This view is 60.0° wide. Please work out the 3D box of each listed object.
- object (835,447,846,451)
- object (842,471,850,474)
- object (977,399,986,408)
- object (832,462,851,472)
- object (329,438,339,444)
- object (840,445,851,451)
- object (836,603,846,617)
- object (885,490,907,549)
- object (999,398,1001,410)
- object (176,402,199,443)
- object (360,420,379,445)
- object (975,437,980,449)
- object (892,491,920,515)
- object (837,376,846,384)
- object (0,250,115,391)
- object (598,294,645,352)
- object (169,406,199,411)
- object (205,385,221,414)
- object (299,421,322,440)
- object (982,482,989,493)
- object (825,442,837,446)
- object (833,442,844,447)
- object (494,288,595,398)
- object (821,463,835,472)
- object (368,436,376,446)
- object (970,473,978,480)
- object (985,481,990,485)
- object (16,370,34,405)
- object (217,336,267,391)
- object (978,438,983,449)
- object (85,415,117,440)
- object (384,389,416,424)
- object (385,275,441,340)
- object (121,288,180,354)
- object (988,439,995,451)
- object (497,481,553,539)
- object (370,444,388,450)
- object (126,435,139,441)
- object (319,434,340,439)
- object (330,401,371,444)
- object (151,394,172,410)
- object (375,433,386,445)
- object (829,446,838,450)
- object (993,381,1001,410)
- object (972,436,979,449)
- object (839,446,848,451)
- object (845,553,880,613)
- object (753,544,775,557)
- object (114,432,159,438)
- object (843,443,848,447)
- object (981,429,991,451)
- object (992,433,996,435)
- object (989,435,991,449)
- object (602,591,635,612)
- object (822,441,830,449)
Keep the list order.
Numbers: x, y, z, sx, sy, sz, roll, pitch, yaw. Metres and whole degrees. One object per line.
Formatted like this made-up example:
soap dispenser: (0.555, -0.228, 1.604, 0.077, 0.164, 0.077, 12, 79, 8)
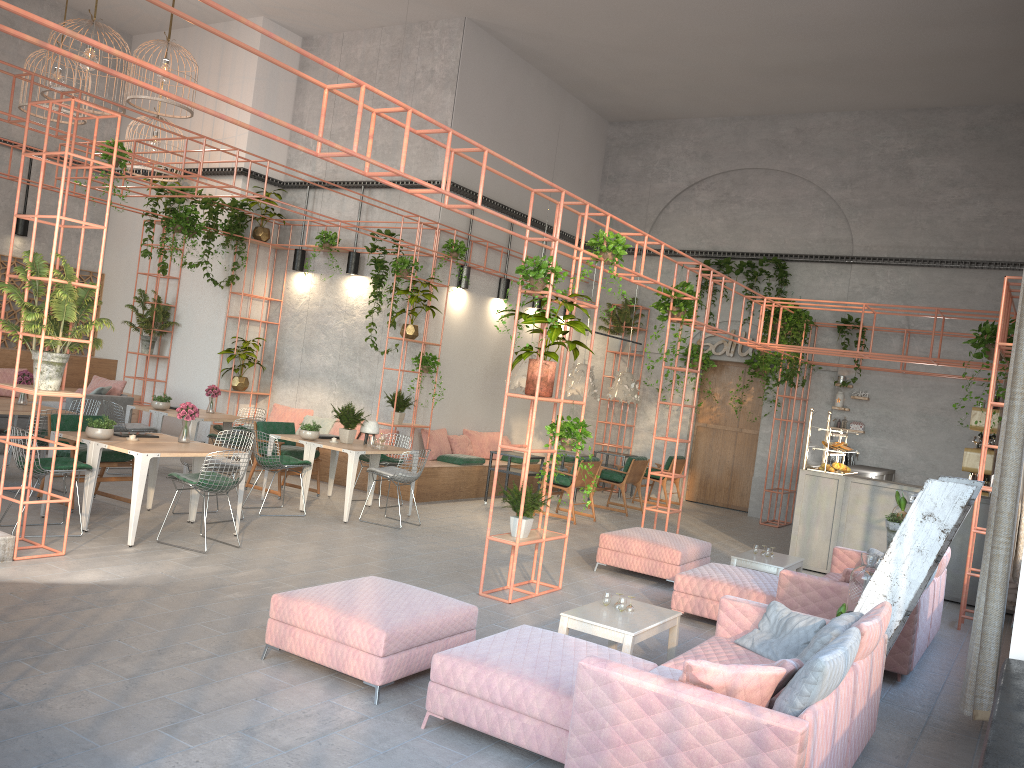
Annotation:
object: (4.214, 0.827, 11.368, 0.151, 0.052, 0.097, 8, 0, 34)
object: (4.256, 1.093, 11.436, 0.090, 0.110, 0.232, 7, 0, -38)
object: (6.177, 0.270, 11.670, 0.088, 0.123, 0.088, 7, 0, -2)
object: (4.219, 1.066, 11.357, 0.240, 0.104, 0.073, 8, 0, 13)
object: (-2.158, 0.680, 10.751, 0.115, 0.078, 0.115, 8, 0, 37)
object: (4.246, 0.812, 11.302, 0.152, 0.058, 0.095, 8, 0, 22)
object: (2.228, 1.737, 6.074, 0.225, 0.464, 0.236, 8, 0, 10)
object: (2.639, 0.943, 6.002, 0.217, 0.457, 0.212, 7, 0, -42)
object: (6.423, 0.212, 11.713, 0.134, 0.301, 0.134, 8, 0, 20)
object: (-3.265, 0.384, 8.886, 0.213, 0.414, 0.225, 8, 0, 24)
object: (-1.788, 0.613, 11.124, 0.241, 0.313, 0.241, 7, 0, -13)
object: (5.938, 0.749, 11.348, 0.083, 0.159, 0.083, 7, 0, -14)
object: (2.780, 0.937, 6.221, 0.216, 0.500, 0.216, 7, 0, -26)
object: (5.650, -0.070, 15.197, 0.133, 0.145, 0.133, 7, 0, -7)
object: (-3.696, -0.503, 7.125, 0.900, 1.100, 0.894, 7, 0, -29)
object: (2.111, -1.167, 17.160, 0.894, 1.101, 0.900, 7, 0, 1)
object: (-4.765, 0.349, 12.785, 0.268, 0.031, 0.427, 8, 0, 32)
object: (-4.316, 0.215, 12.755, 0.213, 0.414, 0.225, 8, 0, 24)
object: (-2.453, 0.553, 10.756, 0.248, 0.247, 0.254, 8, 0, 32)
object: (5.937, 1.293, 11.105, 0.073, 0.131, 0.073, 8, 0, 24)
object: (4.092, 0.770, 11.379, 0.093, 0.050, 0.138, 7, 0, -43)
object: (4.171, 0.773, 11.327, 0.142, 0.087, 0.094, 8, 0, 39)
object: (0.286, -0.362, 7.713, 0.924, 0.946, 0.923, 7, 0, -2)
object: (4.079, 1.077, 11.451, 0.089, 0.095, 0.237, 7, 0, -24)
object: (-1.726, 0.707, 10.922, 0.095, 0.119, 0.095, 7, 0, -34)
object: (5.905, 1.194, 11.293, 0.115, 0.107, 0.115, 7, 0, -2)
object: (6.006, 1.301, 11.218, 0.073, 0.131, 0.073, 7, 0, 3)
object: (-5.739, 0.040, 10.419, 0.213, 0.414, 0.225, 8, 0, 24)
object: (-4.529, -0.355, 14.756, 0.903, 0.919, 0.934, 7, 0, 3)
object: (6.371, 0.808, 12.061, 0.115, 0.147, 0.115, 8, 0, 40)
object: (-3.886, 0.403, 8.376, 0.247, 0.247, 0.252, 8, 0, 31)
object: (-1.678, 0.324, 13.033, 0.438, 0.527, 0.368, 8, 0, 32)
object: (-1.443, -1.125, 12.902, 0.903, 0.947, 0.934, 7, 0, -7)
object: (-6.203, -1.063, 15.196, 0.900, 1.097, 0.894, 7, 0, -29)
object: (6.482, 0.823, 11.992, 0.115, 0.147, 0.115, 8, 0, 40)
object: (0.082, 1.089, 7.833, 0.438, 0.527, 0.368, 8, 0, 32)
object: (-1.610, 0.763, 10.713, 0.218, 0.041, 0.218, 8, 0, 40)
object: (-3.657, 0.517, 8.544, 0.115, 0.073, 0.115, 8, 0, 26)
object: (-2.381, 0.668, 11.308, 0.268, 0.031, 0.427, 8, 0, 32)
object: (-2.025, 0.465, 10.918, 0.438, 0.527, 0.368, 8, 0, 32)
object: (-4.837, 0.234, 12.233, 0.248, 0.247, 0.254, 8, 0, 32)
object: (-1.642, 0.704, 11.123, 0.165, 0.154, 0.210, 8, 0, 21)
object: (4.121, 0.808, 11.414, 0.146, 0.064, 0.101, 8, 0, 27)
object: (6.298, 0.154, 11.568, 0.134, 0.386, 0.134, 8, 0, 20)
object: (5.890, 0.743, 11.271, 0.083, 0.159, 0.083, 7, 0, -14)
object: (4.246, 0.823, 11.334, 0.132, 0.051, 0.099, 8, 0, 29)
object: (2.385, 1.362, 5.977, 0.219, 0.430, 0.216, 8, 0, 25)
object: (2.550, 1.714, 8.982, 0.156, 0.145, 0.199, 7, 0, -44)
object: (-3.815, 0.518, 8.927, 0.268, 0.031, 0.427, 8, 0, 32)
object: (4.271, 0.793, 11.492, 0.149, 0.081, 0.088, 8, 0, 16)
object: (5.866, 0.684, 10.981, 0.075, 0.273, 0.075, 8, 0, 20)
object: (6.863, 0.806, 12.617, 0.075, 0.273, 0.075, 7, 0, -2)
object: (7.420, 0.864, 13.795, 0.066, 0.291, 0.066, 7, 0, 1)
object: (0.715, 1.490, 5.970, 0.156, 0.145, 0.199, 7, 0, -44)
object: (4.060, 0.787, 11.464, 0.111, 0.092, 0.098, 8, 0, 31)
